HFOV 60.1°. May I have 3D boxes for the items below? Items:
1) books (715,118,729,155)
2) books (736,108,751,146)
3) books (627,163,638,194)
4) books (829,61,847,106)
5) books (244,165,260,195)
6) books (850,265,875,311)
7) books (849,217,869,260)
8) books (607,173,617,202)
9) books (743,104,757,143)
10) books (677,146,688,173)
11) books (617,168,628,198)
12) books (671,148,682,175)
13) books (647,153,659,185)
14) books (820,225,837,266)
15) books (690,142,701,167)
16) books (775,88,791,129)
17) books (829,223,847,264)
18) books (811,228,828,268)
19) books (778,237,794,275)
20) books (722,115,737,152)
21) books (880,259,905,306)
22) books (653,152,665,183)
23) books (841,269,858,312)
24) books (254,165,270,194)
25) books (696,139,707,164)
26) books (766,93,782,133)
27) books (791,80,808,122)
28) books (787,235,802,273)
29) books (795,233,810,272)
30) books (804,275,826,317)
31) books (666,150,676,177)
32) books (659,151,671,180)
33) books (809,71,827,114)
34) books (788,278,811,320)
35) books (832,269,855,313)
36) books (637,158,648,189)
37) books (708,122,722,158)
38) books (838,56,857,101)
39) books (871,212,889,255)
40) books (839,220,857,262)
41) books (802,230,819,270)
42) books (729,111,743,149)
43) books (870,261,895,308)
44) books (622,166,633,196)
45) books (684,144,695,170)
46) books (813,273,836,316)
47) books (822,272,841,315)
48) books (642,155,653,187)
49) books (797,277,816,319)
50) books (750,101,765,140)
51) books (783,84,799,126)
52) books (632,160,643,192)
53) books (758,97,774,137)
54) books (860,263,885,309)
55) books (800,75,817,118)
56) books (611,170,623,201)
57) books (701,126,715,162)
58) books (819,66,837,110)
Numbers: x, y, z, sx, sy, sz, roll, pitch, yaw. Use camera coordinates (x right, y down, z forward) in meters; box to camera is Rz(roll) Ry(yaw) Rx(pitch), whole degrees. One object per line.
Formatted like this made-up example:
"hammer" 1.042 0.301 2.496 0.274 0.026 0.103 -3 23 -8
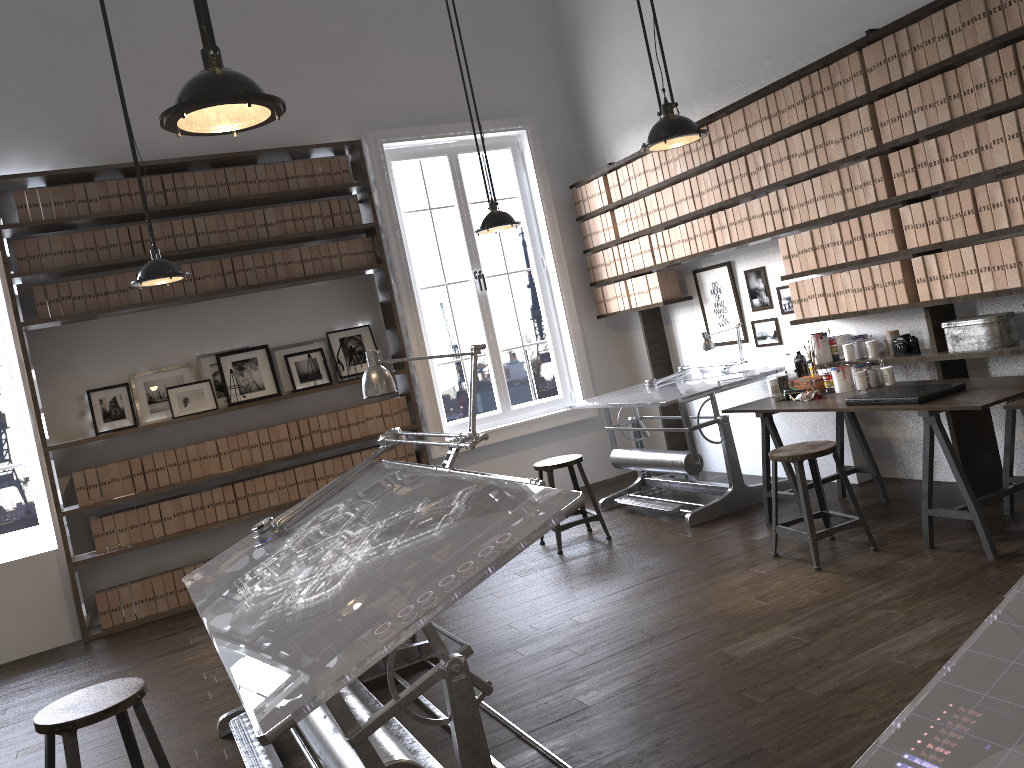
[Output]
"books" 1.391 -1.567 5.600 0.175 0.225 0.066 -13 1 -25
"books" 1.476 -1.574 5.410 0.175 0.226 0.066 -13 1 -25
"books" 0.962 -1.528 6.548 0.175 0.225 0.066 -13 1 -25
"books" 1.800 -1.604 4.720 0.175 0.225 0.066 -13 1 -25
"books" -1.894 -1.449 6.415 0.067 0.225 0.174 -12 1 -25
"books" 1.960 -0.528 4.851 0.175 0.225 0.066 -13 1 -25
"books" 1.932 -0.796 4.791 0.175 0.226 0.066 -13 1 -25
"books" 0.842 -1.517 6.812 0.175 0.225 0.066 -13 1 -25
"books" 1.508 -1.578 5.351 0.175 0.225 0.066 -13 1 -25
"books" 1.215 -1.550 5.981 0.175 0.225 0.066 -13 1 -25
"books" 0.904 -1.523 6.677 0.175 0.225 0.066 -13 1 -25
"books" 1.188 -1.548 6.048 0.175 0.225 0.066 -13 1 -25
"books" 1.071 -1.537 6.304 0.175 0.225 0.066 -13 1 -25
"books" 1.847 -0.789 4.990 0.175 0.225 0.066 -13 1 -25
"books" 1.275 -1.556 5.860 0.175 0.225 0.066 -13 1 -25
"books" 1.624 -1.588 5.103 0.175 0.225 0.066 -13 1 -25
"books" 1.872 -0.791 4.924 0.175 0.225 0.066 -13 1 -25
"books" 1.817 -0.786 5.054 0.175 0.225 0.066 -13 1 -25
"books" 1.701 -0.775 5.296 0.175 0.226 0.066 -13 1 -25
"books" 1.424 -1.570 5.538 0.175 0.225 0.066 -13 1 -25
"books" 2.049 -0.537 4.672 0.175 0.225 0.066 -13 1 -25
"books" 1.099 -1.540 6.237 0.175 0.226 0.066 -13 1 -25
"books" 1.933 -0.526 4.918 0.175 0.225 0.066 -13 1 -25
"books" -1.831 -1.464 6.449 0.067 0.225 0.174 -12 1 -25
"books" 1.304 -1.559 5.802 0.175 0.225 0.066 -13 1 -25
"books" 1.594 -1.585 5.165 0.175 0.225 0.066 -13 1 -25
"books" 1.677 -1.592 4.971 0.175 0.225 0.066 -13 1 -25
"books" 1.733 -0.778 5.231 0.175 0.225 0.066 -13 1 -25
"books" 1.761 -0.781 5.175 0.175 0.225 0.066 -13 1 -25
"books" 1.816 -0.516 5.174 0.175 0.225 0.066 -13 1 -25
"books" 1.162 -1.546 6.113 0.175 0.225 0.066 -13 1 -25
"books" 1.132 -1.543 6.175 0.175 0.225 0.066 -13 1 -25
"books" 1.737 -1.598 4.850 0.175 0.225 0.066 -13 1 -25
"books" 1.760 -0.510 5.290 0.175 0.226 0.066 -13 1 -25
"books" 1.908 -0.525 4.983 0.175 0.225 0.066 -13 1 -25
"books" 1.014 -1.532 6.420 0.175 0.226 0.066 -13 1 -25
"books" 1.366 -1.565 5.666 0.175 0.225 0.066 -13 1 -25
"books" 1.825 -1.606 4.655 0.175 0.225 0.066 -13 1 -25
"books" 1.997 -0.802 4.657 0.175 0.225 0.066 -13 1 -25
"books" 1.906 -0.794 4.861 0.175 0.225 0.066 -13 1 -25
"books" 1.784 -0.782 5.113 0.175 0.226 0.066 -13 1 -25
"books" 1.454 -1.573 5.473 0.175 0.225 0.066 -13 1 -25
"books" 2.020 -0.535 4.730 0.175 0.225 0.066 -13 1 -25
"books" 0.929 -1.524 6.610 0.175 0.225 0.066 -13 1 -25
"books" 1.245 -1.553 5.915 0.175 0.226 0.066 -13 1 -25
"books" 1.844 -0.518 5.107 0.175 0.226 0.066 -13 1 -25
"books" 1.877 -0.522 5.045 0.175 0.225 0.066 -13 1 -25
"books" 1.046 -1.535 6.361 0.175 0.225 0.066 -13 1 -25
"books" 1.791 -0.514 5.232 0.175 0.225 0.066 -13 1 -25
"books" 1.533 -1.580 5.294 0.175 0.225 0.066 -13 1 -25
"books" 1.650 -1.590 5.038 0.175 0.225 0.066 -13 1 -25
"books" 0.992 -1.531 6.483 0.175 0.225 0.066 -13 1 -25
"books" 1.561 -1.582 5.227 0.175 0.226 0.066 -13 1 -25
"books" 1.990 -0.531 4.786 0.175 0.226 0.066 -13 1 -25
"books" 1.707 -1.595 4.905 0.175 0.226 0.066 -13 1 -25
"books" 0.868 -1.519 6.742 0.175 0.226 0.066 -13 1 -25
"books" 1.330 -1.561 5.732 0.175 0.226 0.066 -13 1 -25
"books" 1.769 -1.601 4.783 0.175 0.225 0.066 -13 1 -25
